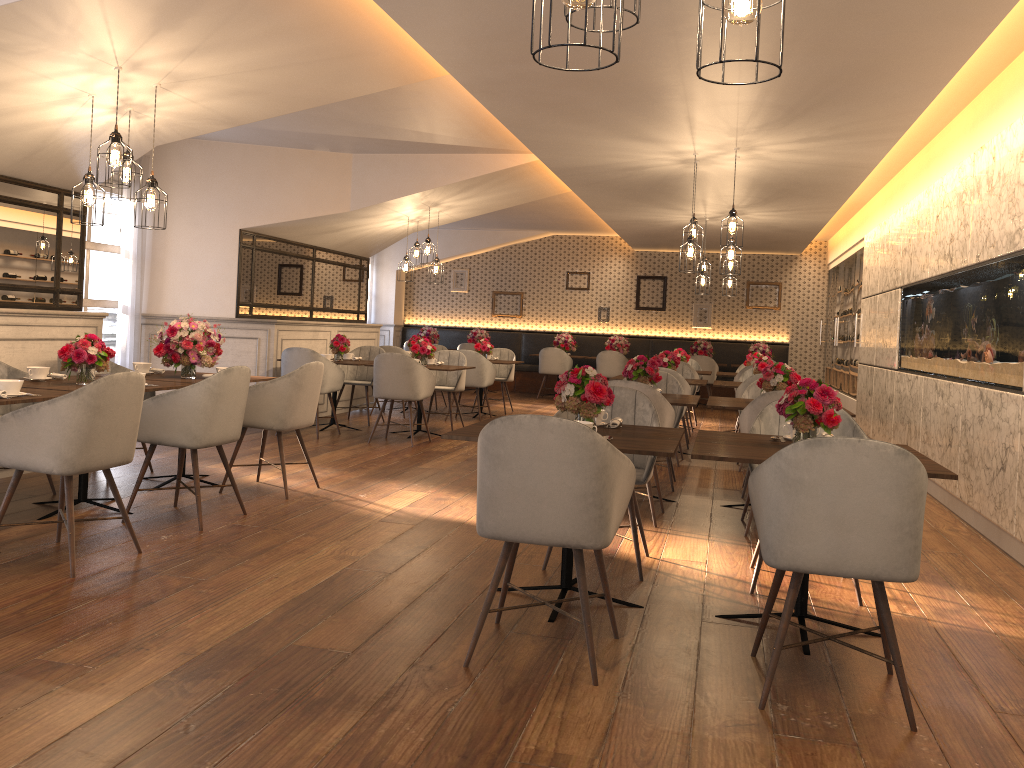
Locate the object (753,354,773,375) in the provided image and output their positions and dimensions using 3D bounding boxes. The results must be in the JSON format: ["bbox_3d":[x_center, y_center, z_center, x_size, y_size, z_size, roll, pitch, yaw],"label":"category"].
[{"bbox_3d":[2.427,-0.138,8.478,0.234,0.301,0.305,3,2,15],"label":"object"}]

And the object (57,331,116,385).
[{"bbox_3d":[-2.375,-0.149,4.954,0.234,0.301,0.305,4,2,33],"label":"object"}]

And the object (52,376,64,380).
[{"bbox_3d":[-2.704,-0.040,5.176,0.192,0.024,0.025,4,2,14],"label":"object"}]

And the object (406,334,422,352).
[{"bbox_3d":[-1.270,-0.509,11.564,0.234,0.301,0.306,2,2,-11],"label":"object"}]

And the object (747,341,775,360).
[{"bbox_3d":[4.065,-0.498,14.510,0.419,0.425,0.406,2,2,-33],"label":"object"}]

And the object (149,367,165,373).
[{"bbox_3d":[-2.485,-0.095,6.118,0.175,0.039,0.056,4,3,14],"label":"object"}]

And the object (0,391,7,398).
[{"bbox_3d":[-2.371,0.042,4.011,0.175,0.039,0.056,4,3,14],"label":"object"}]

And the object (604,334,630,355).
[{"bbox_3d":[1.794,-0.640,15.039,0.420,0.425,0.405,3,2,16],"label":"object"}]

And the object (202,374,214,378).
[{"bbox_3d":[-1.939,-0.048,5.788,0.175,0.039,0.056,4,3,14],"label":"object"}]

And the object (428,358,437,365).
[{"bbox_3d":[-0.878,-0.242,9.446,0.148,0.072,0.148,2,3,-19],"label":"object"}]

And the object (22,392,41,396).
[{"bbox_3d":[-2.337,0.042,4.237,0.197,0.015,0.043,3,3,10],"label":"object"}]

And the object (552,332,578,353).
[{"bbox_3d":[0.914,-0.701,15.356,0.419,0.425,0.406,2,2,-33],"label":"object"}]

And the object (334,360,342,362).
[{"bbox_3d":[-1.798,-0.234,9.063,0.043,0.015,0.197,4,4,17],"label":"object"}]

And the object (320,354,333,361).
[{"bbox_3d":[-1.904,-0.268,9.069,0.148,0.072,0.148,2,3,-19],"label":"object"}]

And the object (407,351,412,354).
[{"bbox_3d":[-1.355,-0.383,11.325,0.148,0.072,0.148,2,3,-19],"label":"object"}]

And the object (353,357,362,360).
[{"bbox_3d":[-1.685,-0.277,9.643,0.056,0.039,0.176,3,3,14],"label":"object"}]

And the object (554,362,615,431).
[{"bbox_3d":[0.315,0.055,3.770,0.234,0.301,0.306,2,2,-29],"label":"object"}]

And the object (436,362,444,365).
[{"bbox_3d":[-0.768,-0.219,9.419,0.056,0.039,0.176,3,3,14],"label":"object"}]

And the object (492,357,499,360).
[{"bbox_3d":[-0.219,-0.333,11.675,0.056,0.039,0.176,3,3,14],"label":"object"}]

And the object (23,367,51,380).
[{"bbox_3d":[-2.731,-0.060,5.101,0.148,0.072,0.148,1,4,-34],"label":"object"}]

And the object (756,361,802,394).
[{"bbox_3d":[1.815,-0.012,5.976,0.305,0.301,0.234,4,2,35],"label":"object"}]

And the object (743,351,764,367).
[{"bbox_3d":[3.009,-0.260,10.886,0.305,0.301,0.234,4,2,35],"label":"object"}]

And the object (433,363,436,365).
[{"bbox_3d":[-0.804,-0.213,9.418,0.025,0.024,0.193,3,4,13],"label":"object"}]

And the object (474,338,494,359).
[{"bbox_3d":[-0.356,-0.451,11.354,0.234,0.301,0.305,4,2,33],"label":"object"}]

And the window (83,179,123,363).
[{"bbox_3d":[-3.967,-0.831,9.464,0.495,2.387,14.537,3,3,10],"label":"window"}]

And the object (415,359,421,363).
[{"bbox_3d":[-0.986,-0.210,8.846,0.148,0.072,0.148,2,3,-19],"label":"object"}]

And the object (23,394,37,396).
[{"bbox_3d":[-2.352,0.049,4.204,0.211,0.004,0.022,4,4,14],"label":"object"}]

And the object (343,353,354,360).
[{"bbox_3d":[-1.795,-0.301,9.669,0.148,0.072,0.148,2,3,-19],"label":"object"}]

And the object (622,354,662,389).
[{"bbox_3d":[0.900,-0.071,6.228,0.234,0.301,0.306,1,2,-44],"label":"object"}]

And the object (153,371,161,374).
[{"bbox_3d":[-2.484,-0.086,6.082,0.192,0.024,0.025,4,2,14],"label":"object"}]

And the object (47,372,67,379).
[{"bbox_3d":[-2.705,-0.049,5.212,0.175,0.039,0.056,4,3,14],"label":"object"}]

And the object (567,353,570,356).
[{"bbox_3d":[0.996,-0.522,15.636,0.056,0.039,0.176,3,3,14],"label":"object"}]

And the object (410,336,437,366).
[{"bbox_3d":[-0.904,-0.337,9.098,0.234,0.301,0.305,4,2,33],"label":"object"}]

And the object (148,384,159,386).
[{"bbox_3d":[-2.125,-0.002,5.107,0.197,0.015,0.043,3,3,10],"label":"object"}]

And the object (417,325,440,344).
[{"bbox_3d":[-1.504,-0.849,15.858,0.419,0.425,0.406,1,2,-34],"label":"object"}]

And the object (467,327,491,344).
[{"bbox_3d":[-0.585,-0.790,15.629,0.420,0.425,0.406,3,2,2],"label":"object"}]

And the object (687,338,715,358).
[{"bbox_3d":[3.151,-0.555,14.722,0.419,0.425,0.406,1,2,-34],"label":"object"}]

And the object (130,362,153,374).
[{"bbox_3d":[-2.511,-0.106,6.007,0.148,0.072,0.148,1,4,-34],"label":"object"}]

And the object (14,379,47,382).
[{"bbox_3d":[-2.725,-0.020,5.019,0.211,0.004,0.022,4,4,14],"label":"object"}]

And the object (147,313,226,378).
[{"bbox_3d":[-2.116,-0.253,5.819,0.420,0.425,0.406,3,2,2],"label":"object"}]

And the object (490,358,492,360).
[{"bbox_3d":[-0.255,-0.328,11.673,0.025,0.024,0.193,3,4,13],"label":"object"}]

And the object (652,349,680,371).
[{"bbox_3d":[1.510,-0.198,8.731,0.305,0.301,0.234,2,2,-9],"label":"object"}]

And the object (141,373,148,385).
[{"bbox_3d":[-2.132,-0.024,4.992,0.148,0.072,0.148,1,4,-34],"label":"object"}]

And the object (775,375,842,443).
[{"bbox_3d":[1.185,0.108,3.566,0.234,0.301,0.306,2,2,-11],"label":"object"}]

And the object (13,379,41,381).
[{"bbox_3d":[-2.740,-0.025,4.987,0.197,0.015,0.043,3,3,10],"label":"object"}]

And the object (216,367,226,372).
[{"bbox_3d":[-1.911,-0.071,5.898,0.148,0.072,0.148,1,4,-34],"label":"object"}]

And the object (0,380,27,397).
[{"bbox_3d":[-2.343,0.020,4.122,0.148,0.072,0.148,1,4,-34],"label":"object"}]

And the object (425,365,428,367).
[{"bbox_3d":[-0.881,-0.176,8.840,0.043,0.015,0.197,4,4,17],"label":"object"}]

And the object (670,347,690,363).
[{"bbox_3d":[2.095,-0.320,11.140,0.305,0.301,0.234,2,2,-9],"label":"object"}]

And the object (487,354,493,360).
[{"bbox_3d":[-0.329,-0.357,11.701,0.148,0.072,0.148,2,3,-19],"label":"object"}]

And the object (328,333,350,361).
[{"bbox_3d":[-1.818,-0.395,9.308,0.234,0.301,0.306,2,2,-11],"label":"object"}]
